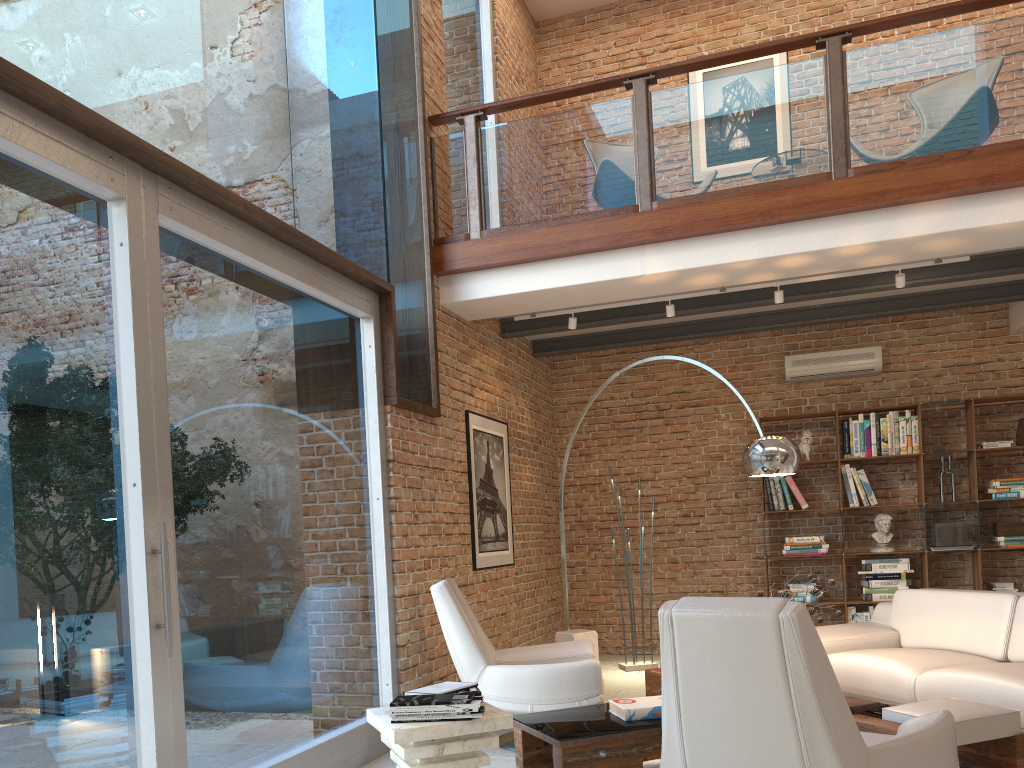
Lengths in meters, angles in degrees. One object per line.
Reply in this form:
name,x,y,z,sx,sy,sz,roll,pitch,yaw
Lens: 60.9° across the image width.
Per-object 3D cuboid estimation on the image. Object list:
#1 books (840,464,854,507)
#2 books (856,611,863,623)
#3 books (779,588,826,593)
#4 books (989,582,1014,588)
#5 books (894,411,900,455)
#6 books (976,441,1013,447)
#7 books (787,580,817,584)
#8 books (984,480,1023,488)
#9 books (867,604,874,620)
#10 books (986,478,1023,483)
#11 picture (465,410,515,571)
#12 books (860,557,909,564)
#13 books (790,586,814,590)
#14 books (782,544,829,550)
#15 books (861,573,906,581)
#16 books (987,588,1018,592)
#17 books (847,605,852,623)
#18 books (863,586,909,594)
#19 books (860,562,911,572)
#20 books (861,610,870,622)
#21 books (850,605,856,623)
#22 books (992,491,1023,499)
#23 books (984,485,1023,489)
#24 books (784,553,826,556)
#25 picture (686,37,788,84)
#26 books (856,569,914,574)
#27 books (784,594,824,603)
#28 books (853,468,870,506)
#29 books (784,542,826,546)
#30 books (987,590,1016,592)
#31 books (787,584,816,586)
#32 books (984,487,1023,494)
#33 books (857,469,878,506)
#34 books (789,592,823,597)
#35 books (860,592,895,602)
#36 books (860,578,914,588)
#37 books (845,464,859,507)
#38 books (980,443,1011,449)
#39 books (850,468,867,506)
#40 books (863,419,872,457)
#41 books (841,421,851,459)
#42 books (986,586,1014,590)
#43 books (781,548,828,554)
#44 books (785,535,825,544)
books,2.978,0.911,7.758,0.102,0.380,0.245,-3,-2,18
books,3.085,2.181,7.739,0.058,0.327,0.256,-3,-3,18
books,2.622,1.864,7.876,0.380,0.018,0.247,-5,-10,11
books,4.149,1.701,7.390,0.133,0.033,0.208,-5,-10,13
books,3.349,0.439,7.608,0.036,0.380,0.245,-3,-2,18
books,4.051,0.502,7.322,0.237,0.018,0.173,-5,-10,11
books,2.623,1.788,7.884,0.253,0.017,0.164,-6,-10,18
books,4.206,0.835,7.316,0.380,0.036,0.247,-5,-10,12
books,3.201,2.143,7.716,0.079,0.381,0.245,-3,-2,18
books,4.209,0.810,7.335,0.357,0.020,0.275,-6,-10,16
picture,-0.162,0.852,6.842,0.027,1.184,0.918,-3,-3,18
books,3.272,1.553,7.663,0.381,0.036,0.247,-6,-10,18
books,2.627,1.842,7.898,0.207,0.033,0.134,-6,-10,18
books,2.638,1.467,7.851,0.380,0.036,0.247,-5,-10,12
books,3.251,1.683,7.646,0.327,0.055,0.258,-5,-10,13
books,4.159,1.744,7.394,0.171,0.018,0.239,-5,-10,11
books,3.002,2.162,7.758,0.036,0.380,0.245,-3,-2,18
books,3.280,1.805,7.668,0.364,0.055,0.285,-6,-10,20
books,3.280,1.604,7.666,0.381,0.064,0.247,-5,-10,12
books,3.136,2.174,7.716,0.056,0.326,0.256,-3,-3,18
books,3.042,2.161,7.762,0.036,0.380,0.245,-3,-2,18
books,4.218,0.936,7.325,0.329,0.055,0.257,-8,-11,28
books,4.209,0.863,7.325,0.380,0.018,0.247,-5,-10,11
books,2.644,1.534,7.865,0.357,0.020,0.275,-6,-10,18
picture,2.123,-2.535,8.149,0.917,1.186,0.027,-4,0,18
books,3.268,1.645,7.652,0.446,0.020,0.275,-6,-10,18
books,2.631,1.937,7.876,0.329,0.055,0.257,-8,-11,28
books,3.084,0.916,7.718,0.125,0.345,0.273,-3,-3,18
books,2.641,1.442,7.871,0.357,0.020,0.275,-6,-10,16
books,4.151,1.757,7.389,0.156,0.008,0.245,-5,-10,13
books,2.622,1.818,7.906,0.237,0.018,0.173,-5,-10,11
books,4.199,0.894,7.340,0.381,0.036,0.247,-6,-10,18
books,3.126,0.918,7.689,0.159,0.326,0.256,-3,-3,18
books,2.612,1.895,7.891,0.381,0.036,0.247,-6,-10,18
books,3.278,1.862,7.650,0.381,0.064,0.247,-5,-10,12
books,3.283,1.742,7.649,0.380,0.064,0.248,-4,-9,5
books,3.006,0.904,7.723,0.104,0.380,0.245,-3,-2,18
books,4.055,0.527,7.314,0.207,0.033,0.134,-6,-10,18
books,3.061,0.917,7.716,0.125,0.345,0.273,-3,-3,18
books,3.130,0.492,7.693,0.056,0.326,0.256,-3,-3,18
books,2.968,0.510,7.747,0.056,0.326,0.256,-3,-3,18
books,4.136,1.727,7.390,0.163,0.017,0.255,-6,-10,18
books,2.632,1.506,7.861,0.381,0.036,0.247,-5,-10,13
books,2.646,1.403,7.865,0.328,0.055,0.257,-6,-10,20
